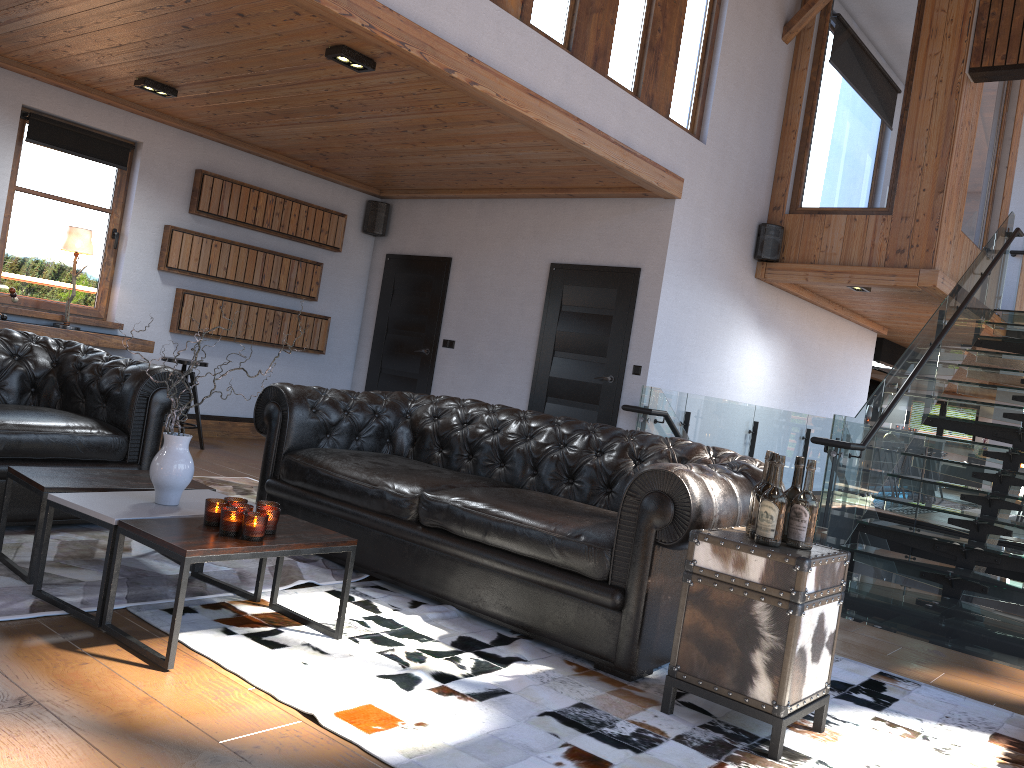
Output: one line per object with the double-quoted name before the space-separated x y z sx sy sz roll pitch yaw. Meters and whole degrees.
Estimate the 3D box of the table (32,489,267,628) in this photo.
"table" -1.269 0.600 3.194 0.396 0.350 0.657 9 0 34

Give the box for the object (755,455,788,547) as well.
"object" 0.831 0.367 2.810 0.088 0.286 0.087 9 0 -41

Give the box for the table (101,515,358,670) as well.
"table" -0.919 0.658 2.944 0.396 0.350 0.657 9 0 39

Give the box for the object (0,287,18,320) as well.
"object" -3.912 -0.670 6.323 0.651 0.349 0.517 9 0 -24

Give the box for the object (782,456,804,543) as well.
"object" 0.933 0.381 2.940 0.088 0.286 0.087 9 0 -12

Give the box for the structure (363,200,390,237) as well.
"structure" -1.422 -1.737 9.321 0.211 0.349 0.216 9 0 39

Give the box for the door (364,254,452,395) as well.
"door" -1.106 -0.291 9.027 0.931 2.055 0.145 9 0 38

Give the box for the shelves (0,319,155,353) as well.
"shelves" -5.212 -0.713 4.813 0.606 0.988 6.713 9 0 39

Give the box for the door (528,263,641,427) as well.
"door" 0.562 -0.011 7.686 0.931 2.055 0.145 9 0 38

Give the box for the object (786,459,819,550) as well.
"object" 0.942 0.384 2.847 0.088 0.286 0.087 9 0 -39

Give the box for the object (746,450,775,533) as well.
"object" 0.857 0.368 3.006 0.087 0.286 0.088 9 0 16

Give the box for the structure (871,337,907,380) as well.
"structure" 6.138 -0.349 14.442 0.703 0.476 3.284 9 1 39

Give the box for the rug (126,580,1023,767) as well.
"rug" 0.871 1.102 2.816 3.768 0.053 2.458 10 1 39

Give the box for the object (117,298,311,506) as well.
"object" -1.132 0.035 3.193 0.626 0.808 0.402 9 0 -40

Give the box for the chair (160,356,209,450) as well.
"chair" -2.731 0.158 7.253 0.389 0.721 0.397 9 0 39

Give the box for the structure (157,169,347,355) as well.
"structure" -2.476 -1.113 8.385 0.317 1.445 1.872 9 0 39

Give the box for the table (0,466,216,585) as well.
"table" -1.596 0.544 3.502 0.396 0.350 0.657 9 0 44

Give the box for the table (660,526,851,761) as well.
"table" 0.800 0.809 2.889 0.401 0.609 0.422 9 0 39

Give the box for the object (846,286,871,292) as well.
"object" 3.318 -0.936 8.470 0.153 0.068 0.264 9 1 39

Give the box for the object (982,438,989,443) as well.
"object" 9.973 1.260 18.676 0.150 0.504 0.328 9 0 38

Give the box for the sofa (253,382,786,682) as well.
"sofa" -0.029 0.546 4.238 2.539 0.838 1.252 9 1 38

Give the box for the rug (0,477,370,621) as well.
"rug" -2.210 0.601 3.871 2.406 0.053 4.087 10 1 39

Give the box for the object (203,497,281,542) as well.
"object" -0.897 0.444 2.931 0.247 0.081 0.301 9 1 -13

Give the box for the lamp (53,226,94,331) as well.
"lamp" -3.645 -0.510 7.005 0.626 1.481 0.248 9 0 30

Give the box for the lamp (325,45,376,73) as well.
"lamp" -0.928 -1.881 5.114 0.153 0.068 0.264 9 1 39

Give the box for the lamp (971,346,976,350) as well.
"lamp" 6.285 -0.505 12.210 0.153 0.068 0.264 9 1 39

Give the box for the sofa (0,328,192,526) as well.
"sofa" -2.840 0.105 3.740 1.226 0.838 2.593 9 1 38

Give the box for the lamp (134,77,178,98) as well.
"lamp" -2.588 -2.160 6.450 0.153 0.068 0.264 9 1 39

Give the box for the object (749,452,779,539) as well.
"object" 0.841 0.367 2.908 0.087 0.286 0.088 9 0 16

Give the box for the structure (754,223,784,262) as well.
"structure" 2.472 -1.354 8.525 0.211 0.349 0.216 9 0 39

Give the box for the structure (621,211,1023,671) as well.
"structure" 6.761 1.620 7.608 9.114 6.399 11.142 9 0 39
